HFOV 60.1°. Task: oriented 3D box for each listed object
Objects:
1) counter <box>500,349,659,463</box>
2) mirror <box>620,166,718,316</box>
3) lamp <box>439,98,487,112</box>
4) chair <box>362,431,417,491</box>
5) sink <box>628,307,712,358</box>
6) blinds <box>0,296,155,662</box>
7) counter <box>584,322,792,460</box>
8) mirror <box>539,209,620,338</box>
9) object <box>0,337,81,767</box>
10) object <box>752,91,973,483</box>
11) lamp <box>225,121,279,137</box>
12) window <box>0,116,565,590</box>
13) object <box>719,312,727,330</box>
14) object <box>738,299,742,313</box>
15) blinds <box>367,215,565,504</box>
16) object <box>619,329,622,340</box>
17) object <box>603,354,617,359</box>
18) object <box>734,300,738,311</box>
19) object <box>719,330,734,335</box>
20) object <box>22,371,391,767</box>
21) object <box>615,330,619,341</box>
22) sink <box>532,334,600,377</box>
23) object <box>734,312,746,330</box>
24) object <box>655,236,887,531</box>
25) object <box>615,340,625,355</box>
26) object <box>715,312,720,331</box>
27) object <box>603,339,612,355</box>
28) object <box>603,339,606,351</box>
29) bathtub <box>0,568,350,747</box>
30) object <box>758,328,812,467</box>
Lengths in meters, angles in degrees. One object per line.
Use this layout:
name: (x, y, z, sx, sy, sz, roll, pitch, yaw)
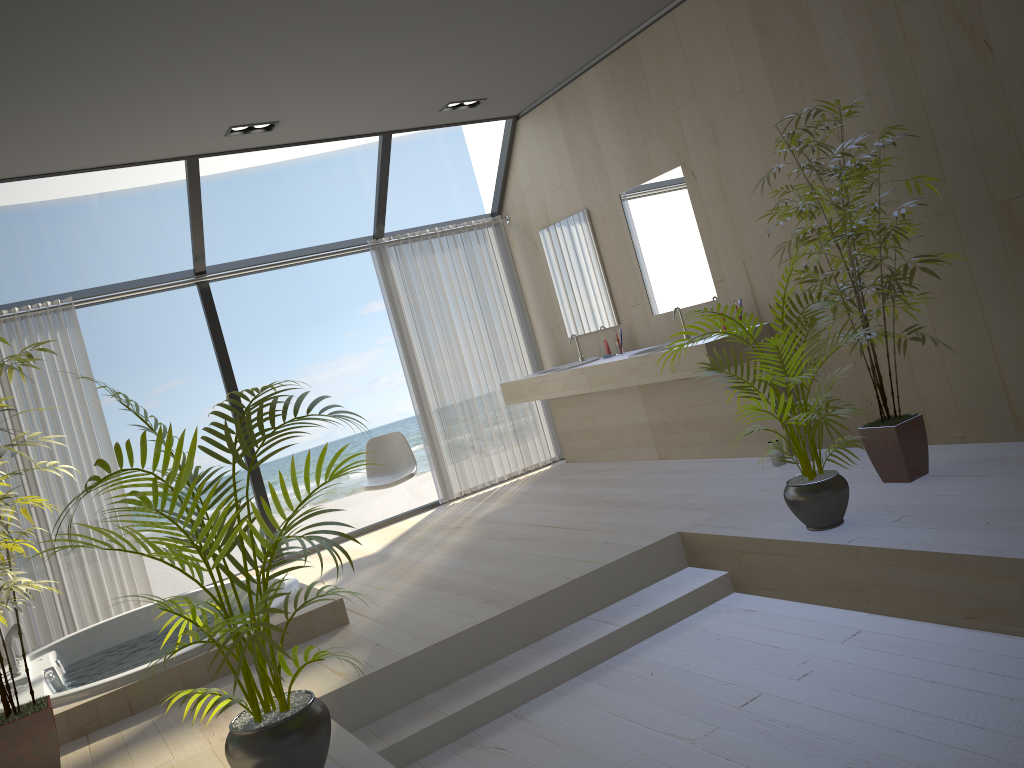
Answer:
counter: (0.529, 0.253, 6.622, 0.554, 0.791, 1.197, -16, 2, -30)
mirror: (1.022, -0.918, 5.805, 0.023, 0.869, 0.649, -15, 0, -30)
lamp: (-0.356, -1.995, 6.178, 0.303, 0.112, 0.163, -17, 2, -30)
chair: (-0.874, 0.539, 6.183, 0.369, 0.347, 0.454, -16, 1, -1)
sink: (0.980, -0.250, 5.533, 0.507, 0.419, 0.570, -16, 2, -26)
blinds: (-3.042, 0.594, 5.368, 1.191, 2.071, 0.083, -16, 0, -30)
counter: (1.114, 0.141, 5.582, 0.554, 0.791, 1.197, -16, 2, -30)
mirror: (0.496, -0.814, 6.685, 0.023, 0.869, 0.649, -15, 0, -30)
object: (-1.983, 0.610, 3.153, 0.788, 1.757, 0.934, -16, 0, -5)
object: (1.607, -0.432, 4.032, 0.788, 1.757, 0.934, -16, 0, -5)
lamp: (-1.605, -1.611, 5.418, 0.303, 0.112, 0.163, -17, 2, -30)
window: (-1.678, -0.173, 6.034, 4.593, 2.815, 0.740, -17, 0, -30)
object: (1.271, -0.367, 5.323, 0.038, 0.135, 0.039, -16, 0, 11)
object: (1.362, -0.415, 5.271, 0.054, 0.175, 0.012, -16, -1, -5)
blinds: (-0.333, -0.240, 7.016, 1.191, 2.071, 0.083, -16, 0, -30)
object: (0.777, -0.302, 6.311, 0.054, 0.175, 0.012, -16, -1, -5)
object: (0.695, -0.203, 6.282, 0.104, 0.029, 0.033, -15, 1, 10)
object: (1.342, -0.409, 5.241, 0.012, 0.178, 0.050, -16, 0, 10)
object: (1.280, -0.315, 5.242, 0.104, 0.029, 0.033, -15, 1, 10)
object: (-0.779, 0.508, 2.600, 1.074, 1.346, 0.866, -16, 1, -41)
object: (0.757, -0.297, 6.281, 0.012, 0.178, 0.050, -16, 0, 10)
sink: (0.395, -0.137, 6.573, 0.507, 0.419, 0.570, -16, 2, -26)
object: (1.358, -0.371, 5.270, 0.059, 0.100, 0.058, -16, 0, -20)
object: (1.081, 0.033, 3.615, 0.915, 1.157, 0.752, -16, 0, 4)
object: (0.773, -0.259, 6.310, 0.059, 0.100, 0.058, -16, 0, -23)
object: (1.281, -0.376, 5.436, 0.038, 0.135, 0.039, -16, 0, 11)
object: (0.686, -0.255, 6.363, 0.039, 0.135, 0.039, -16, 0, 19)
object: (0.696, -0.263, 6.476, 0.039, 0.135, 0.039, -16, 0, 19)
bathtub: (-1.933, 1.383, 4.409, 1.834, 0.698, 1.636, -17, 3, -30)
object: (1.572, 0.058, 5.004, 0.410, 0.749, 0.271, -16, 0, -42)
